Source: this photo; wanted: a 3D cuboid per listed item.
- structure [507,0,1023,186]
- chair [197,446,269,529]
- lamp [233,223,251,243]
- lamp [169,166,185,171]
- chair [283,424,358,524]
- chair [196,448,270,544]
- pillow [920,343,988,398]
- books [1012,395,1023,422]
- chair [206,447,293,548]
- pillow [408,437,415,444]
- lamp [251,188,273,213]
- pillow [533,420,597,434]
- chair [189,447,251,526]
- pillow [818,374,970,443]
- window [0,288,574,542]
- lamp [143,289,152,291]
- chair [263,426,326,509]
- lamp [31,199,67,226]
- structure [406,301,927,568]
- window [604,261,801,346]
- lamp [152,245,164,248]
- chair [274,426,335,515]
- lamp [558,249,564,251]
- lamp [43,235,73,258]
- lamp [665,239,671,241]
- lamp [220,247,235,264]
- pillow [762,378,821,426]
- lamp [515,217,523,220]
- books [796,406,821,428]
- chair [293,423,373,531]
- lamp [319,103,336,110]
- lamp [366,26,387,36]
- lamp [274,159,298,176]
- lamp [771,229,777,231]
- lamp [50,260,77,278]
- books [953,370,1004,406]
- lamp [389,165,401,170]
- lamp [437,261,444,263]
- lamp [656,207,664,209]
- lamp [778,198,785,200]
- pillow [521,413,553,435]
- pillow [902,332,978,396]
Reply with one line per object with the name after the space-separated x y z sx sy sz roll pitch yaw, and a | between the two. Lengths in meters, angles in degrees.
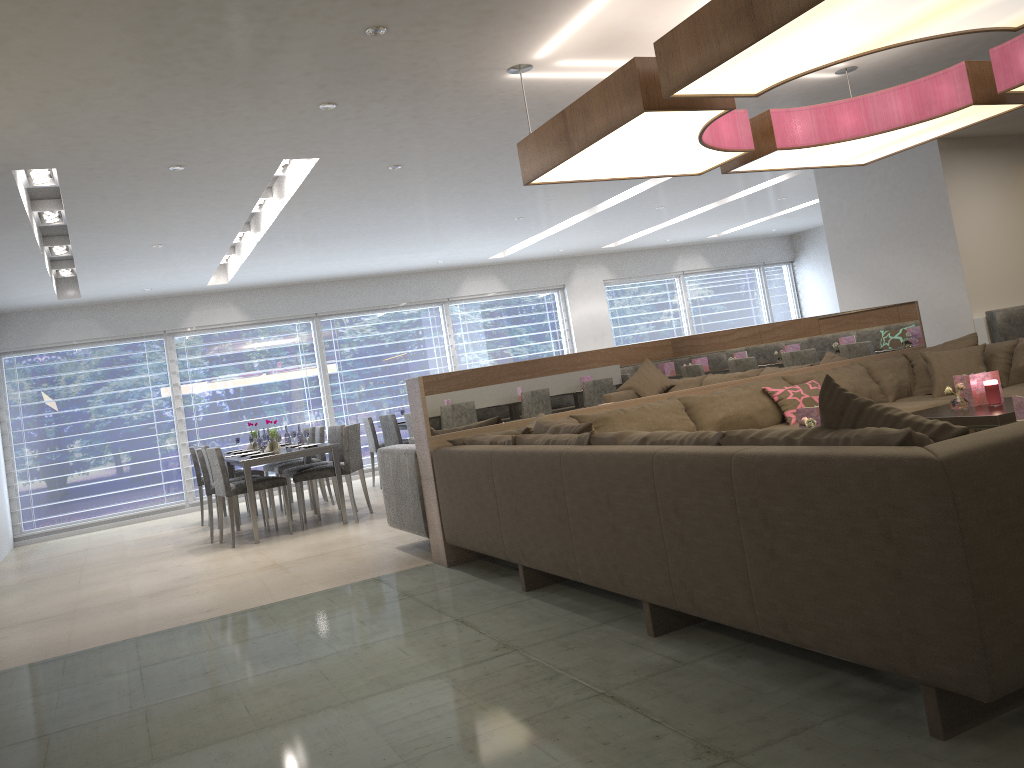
1.596 -1.588 4.029 2.452 0.621 2.429 -9 0 -25 | structure
-2.643 0.926 8.371 0.494 0.766 0.473 -8 -3 -30 | chair
-2.655 -1.431 8.456 0.227 0.102 0.484 -9 0 -25 | lamp
-2.030 -1.307 5.358 0.088 0.007 0.089 -9 0 20 | lamp
-1.700 0.777 7.751 0.494 0.766 0.473 -8 -3 -30 | chair
-2.344 0.883 7.425 0.494 0.766 0.473 -8 -3 -20 | chair
2.736 -0.065 5.406 0.378 0.324 0.235 -10 -3 20 | pillow
1.882 0.114 3.106 0.157 0.165 0.143 -10 -2 10 | books
-2.076 0.842 6.974 0.494 0.766 0.473 -8 -3 -30 | chair
-0.469 0.477 5.398 0.152 0.326 0.570 -8 -1 -25 | pillow
-2.137 -1.508 7.318 0.227 0.102 0.484 -9 0 -25 | lamp
0.324 0.309 3.934 0.313 0.341 0.490 -8 -2 -31 | pillow
-2.911 0.967 8.822 0.494 0.766 0.473 -8 -3 -20 | chair
1.006 0.152 2.355 0.281 0.406 0.527 -7 -2 -36 | pillow
-2.332 0.144 11.107 7.131 2.083 0.157 -9 -4 -25 | window
-3.948 -1.021 9.576 0.088 0.007 0.089 -9 0 20 | lamp
-2.265 0.861 9.136 0.494 0.766 0.473 -8 -3 -30 | chair
-3.488 -1.286 6.678 0.227 0.102 0.484 -9 0 -25 | lamp
1.229 0.190 5.556 3.789 1.013 0.222 -9 -4 -25 | structure
3.056 -0.741 13.657 3.674 2.083 0.157 -9 -4 -25 | window
-2.989 -1.164 7.467 0.088 0.007 0.089 -9 0 20 | lamp
-2.048 0.828 8.641 0.494 0.766 0.473 -8 -3 -20 | chair
0.655 -1.777 11.755 0.088 0.007 0.089 -9 0 20 | lamp
-4.006 -1.209 7.817 0.227 0.102 0.484 -9 0 -25 | lamp
2.209 -2.032 12.490 0.088 0.007 0.089 -9 0 20 | lamp
-3.112 -1.362 9.461 0.227 0.102 0.484 -9 0 -25 | lamp
1.730 0.106 5.256 0.465 0.253 0.179 -9 -2 -29 | pillow
0.071 -1.666 8.915 0.088 0.007 0.089 -9 0 20 | lamp
1.450 0.179 4.057 0.256 0.165 0.143 -10 -2 29 | books
-1.472 0.743 7.230 0.491 0.766 0.475 -9 -3 5 | chair
-0.978 -1.474 4.693 0.088 0.007 0.089 -9 0 20 | lamp
-0.589 -1.532 3.839 0.088 0.007 0.089 -9 0 20 | lamp
-1.669 -1.578 6.288 0.227 0.102 0.484 -9 0 -25 | lamp
3.949 -2.318 13.314 0.088 0.007 0.089 -9 0 20 | lamp
-4.463 -1.140 8.822 0.227 0.102 0.484 -9 0 -25 | lamp
2.383 0.025 4.519 0.157 0.165 0.142 -9 -2 -5 | books
-0.815 -1.508 6.162 0.088 0.007 0.089 -9 0 20 | lamp
-0.888 -1.523 11.024 0.088 0.007 0.089 -9 0 20 | lamp
1.614 -1.920 9.646 0.088 0.007 0.089 -9 0 20 | lamp
3.168 -2.175 10.381 0.088 0.007 0.089 -9 0 20 | lamp
0.223 0.325 4.418 0.297 0.358 0.502 -9 -1 7 | pillow
2.758 -0.099 5.617 0.523 0.396 0.292 -10 -3 34 | pillow
